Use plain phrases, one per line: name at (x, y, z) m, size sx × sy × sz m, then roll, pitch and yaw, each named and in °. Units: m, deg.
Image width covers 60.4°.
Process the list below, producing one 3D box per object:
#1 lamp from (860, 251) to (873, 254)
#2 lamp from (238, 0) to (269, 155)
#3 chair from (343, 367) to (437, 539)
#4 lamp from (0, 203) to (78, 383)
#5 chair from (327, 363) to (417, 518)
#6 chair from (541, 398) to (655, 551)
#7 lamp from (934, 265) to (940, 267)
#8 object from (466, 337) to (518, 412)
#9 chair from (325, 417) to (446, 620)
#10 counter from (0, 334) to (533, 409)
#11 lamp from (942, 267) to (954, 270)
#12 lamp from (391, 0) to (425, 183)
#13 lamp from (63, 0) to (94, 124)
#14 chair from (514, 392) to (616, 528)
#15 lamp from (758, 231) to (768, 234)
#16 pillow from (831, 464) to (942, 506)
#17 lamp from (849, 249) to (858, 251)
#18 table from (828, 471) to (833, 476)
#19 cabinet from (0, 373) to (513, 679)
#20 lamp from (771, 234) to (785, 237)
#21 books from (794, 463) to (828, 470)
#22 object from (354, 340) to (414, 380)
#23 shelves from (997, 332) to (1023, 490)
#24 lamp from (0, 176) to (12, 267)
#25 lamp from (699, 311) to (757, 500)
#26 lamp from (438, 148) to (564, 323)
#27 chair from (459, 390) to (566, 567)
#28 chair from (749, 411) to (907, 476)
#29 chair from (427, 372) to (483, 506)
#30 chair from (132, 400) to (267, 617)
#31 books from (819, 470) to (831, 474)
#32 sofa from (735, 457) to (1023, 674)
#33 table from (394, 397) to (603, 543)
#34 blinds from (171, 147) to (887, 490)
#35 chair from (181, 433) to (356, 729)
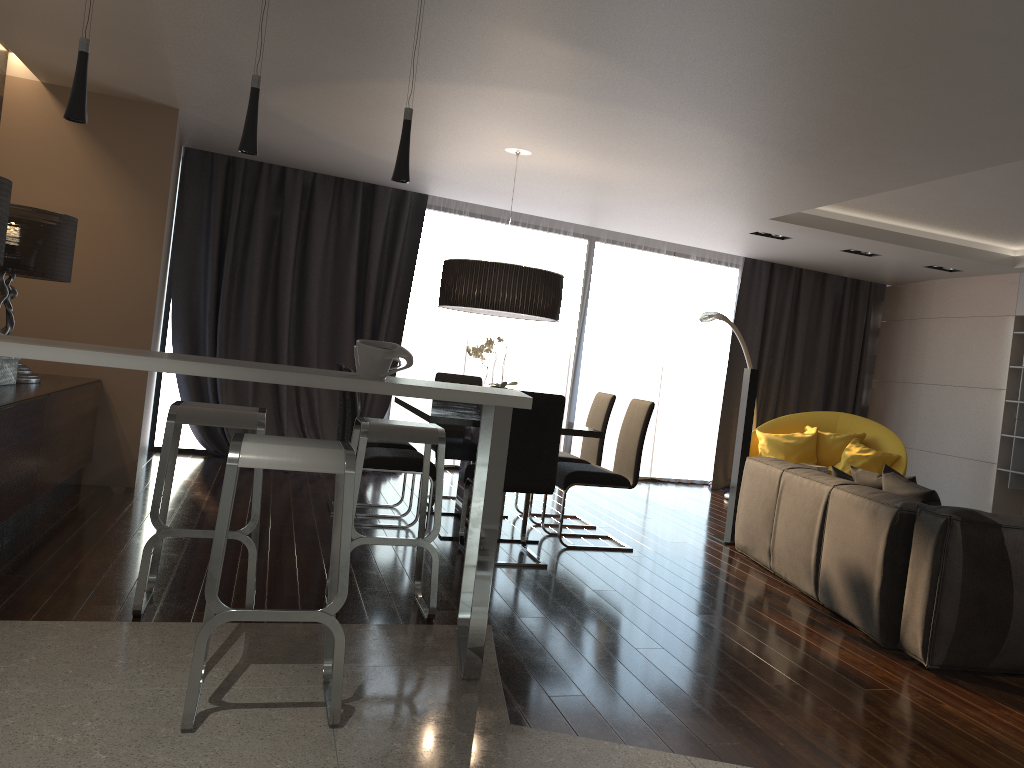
lamp at (3.335, -1.253, 8.215) m, size 0.179 × 0.077 × 0.174 m, roll 7°, pitch 1°, yaw -6°
lamp at (-0.760, -1.127, 2.696) m, size 0.060 × 0.845 × 0.056 m, roll 7°, pitch 0°, yaw -18°
chair at (-0.760, 0.412, 5.271) m, size 0.591 × 0.964 × 0.413 m, roll 7°, pitch 0°, yaw -18°
lamp at (-2.768, -0.492, 4.804) m, size 0.584 × 0.933 × 0.601 m, roll 7°, pitch 1°, yaw 9°
chair at (-0.934, 0.374, 5.926) m, size 0.591 × 0.964 × 0.413 m, roll 7°, pitch 0°, yaw -18°
chair at (0.557, 0.557, 5.752) m, size 0.591 × 0.964 × 0.413 m, roll 7°, pitch 0°, yaw -18°
lamp at (4.096, -1.169, 8.492) m, size 0.177 × 0.077 × 0.177 m, roll 7°, pitch 1°, yaw 1°
object at (-0.164, -0.062, 5.733) m, size 0.322 × 0.501 × 0.553 m, roll 7°, pitch 1°, yaw -20°
chair at (-0.526, 0.562, 3.761) m, size 0.435 × 0.800 × 0.416 m, roll 7°, pitch 0°, yaw -18°
counter at (-0.780, 0.012, 1.320) m, size 2.782 × 0.041 × 3.899 m, roll 6°, pitch 2°, yaw -17°
lamp at (4.270, -1.150, 8.556) m, size 0.179 × 0.077 × 0.174 m, roll 7°, pitch 1°, yaw -6°
lamp at (-0.313, -1.078, 2.859) m, size 0.060 × 0.845 × 0.056 m, roll 7°, pitch 0°, yaw -18°
lamp at (-1.207, -1.176, 2.533) m, size 0.060 × 0.845 × 0.056 m, roll 7°, pitch 0°, yaw -18°
chair at (0.383, 0.519, 6.408) m, size 0.591 × 0.964 × 0.413 m, roll 7°, pitch 0°, yaw -18°
lamp at (2.226, -1.375, 7.809) m, size 0.184 × 0.077 × 0.170 m, roll 6°, pitch 1°, yaw -23°
pillow at (2.603, 0.705, 4.607) m, size 1.999 × 0.431 × 1.108 m, roll 8°, pitch 2°, yaw 34°
lamp at (3.161, -1.272, 8.151) m, size 0.177 × 0.077 × 0.177 m, roll 7°, pitch 1°, yaw 1°
table at (2.197, 0.932, 6.608) m, size 0.621 × 0.563 × 0.435 m, roll 6°, pitch 1°, yaw -18°
cabinet at (-0.257, -0.242, 2.980) m, size 4.596 × 2.500 × 6.696 m, roll 6°, pitch 1°, yaw -17°
lamp at (2.401, -1.356, 7.873) m, size 0.179 × 0.077 × 0.174 m, roll 7°, pitch 1°, yaw -6°
books at (2.252, 0.621, 6.627) m, size 0.163 × 0.022 × 0.194 m, roll 6°, pitch 2°, yaw -41°
object at (-0.471, -0.086, 3.133) m, size 0.194 × 0.133 × 0.424 m, roll 7°, pitch 1°, yaw -15°
shelves at (5.023, 0.228, 7.379) m, size 0.391 × 1.600 × 1.861 m, roll 7°, pitch 1°, yaw -15°
lamp at (-2.441, -0.421, 3.578) m, size 0.619 × 0.933 × 0.565 m, roll 6°, pitch 1°, yaw -27°
lamp at (3.169, 0.365, 9.332) m, size 4.466 × 1.779 × 0.551 m, roll 6°, pitch 1°, yaw -39°
lamp at (-0.021, -1.004, 5.826) m, size 0.798 × 1.102 × 0.810 m, roll 7°, pitch 1°, yaw 6°
chair at (-0.002, 0.508, 5.052) m, size 0.442 × 0.964 × 0.553 m, roll 7°, pitch 1°, yaw -17°
chair at (2.783, 0.744, 7.960) m, size 1.440 × 1.005 × 1.195 m, roll 8°, pitch 1°, yaw 39°
chair at (-0.401, 0.419, 6.651) m, size 0.442 × 0.964 × 0.553 m, roll 7°, pitch 1°, yaw -17°
chair at (-1.208, 0.487, 3.511) m, size 0.435 × 0.800 × 0.416 m, roll 7°, pitch 0°, yaw -18°
books at (2.261, 0.645, 6.619) m, size 0.221 × 0.023 × 0.170 m, roll 8°, pitch 2°, yaw 31°
sofa at (2.989, 0.991, 5.159) m, size 2.783 × 0.703 × 2.444 m, roll 7°, pitch 1°, yaw -8°
table at (-0.197, 0.567, 5.848) m, size 1.075 × 0.760 × 1.550 m, roll 6°, pitch 1°, yaw -17°
blinds at (0.703, -0.468, 8.850) m, size 7.825 × 2.893 × 0.716 m, roll 6°, pitch 1°, yaw -27°
chair at (-0.704, 0.570, 2.650) m, size 0.435 × 0.800 × 0.416 m, roll 7°, pitch 0°, yaw -18°
